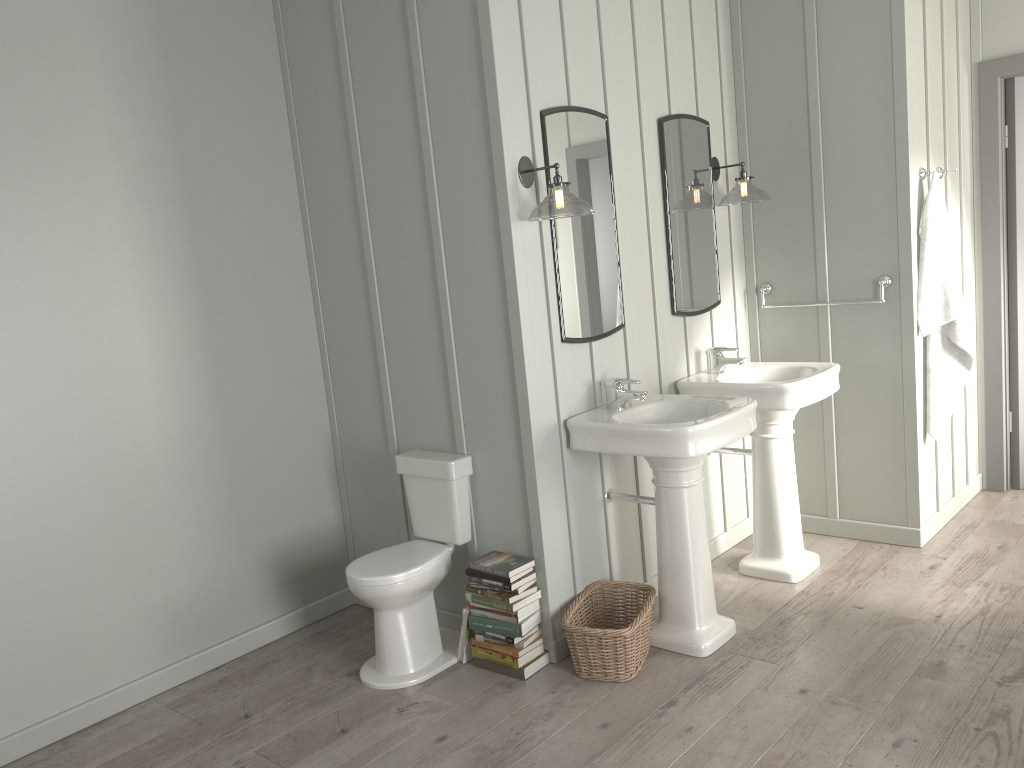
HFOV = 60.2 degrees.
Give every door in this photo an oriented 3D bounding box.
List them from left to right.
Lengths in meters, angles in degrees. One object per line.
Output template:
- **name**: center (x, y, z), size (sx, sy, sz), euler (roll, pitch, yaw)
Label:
- **door**: center (0.574, 0.047, 2.261), size (4.412, 2.199, 7.496), euler (2, 12, 42)

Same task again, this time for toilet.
- **toilet**: center (-0.399, 0.701, 3.415), size (0.343, 0.788, 0.505), euler (2, 12, 42)

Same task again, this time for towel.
- **towel**: center (1.944, -0.338, 3.935), size (0.308, 1.206, 0.167), euler (-14, 12, -41)

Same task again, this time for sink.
- **sink**: center (0.603, 0.479, 3.356), size (0.587, 1.015, 0.549), euler (2, 12, 42)
- **sink**: center (1.122, 0.334, 3.923), size (0.587, 1.015, 0.549), euler (2, 12, 42)

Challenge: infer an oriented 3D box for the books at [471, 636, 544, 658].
- **books**: center (-0.017, 0.965, 3.327), size (0.241, 0.024, 0.143), euler (1, 12, 42)

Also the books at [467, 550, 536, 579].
- **books**: center (-0.040, 0.666, 3.269), size (0.214, 0.024, 0.144), euler (2, 12, 44)

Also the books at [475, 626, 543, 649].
- **books**: center (-0.011, 0.940, 3.327), size (0.214, 0.025, 0.145), euler (-1, 10, 33)

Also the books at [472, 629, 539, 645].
- **books**: center (-0.024, 0.918, 3.318), size (0.214, 0.024, 0.144), euler (1, 12, 42)

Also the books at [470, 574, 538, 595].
- **books**: center (-0.031, 0.736, 3.294), size (0.214, 0.025, 0.145), euler (-1, 10, 32)

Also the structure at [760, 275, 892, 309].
- **structure**: center (1.437, -0.423, 4.107), size (0.623, 0.123, 0.052), euler (1, 12, 42)

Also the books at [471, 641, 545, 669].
- **books**: center (-0.016, 0.998, 3.331), size (0.230, 0.041, 0.156), euler (1, 11, 40)

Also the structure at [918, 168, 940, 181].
- **structure**: center (1.834, -0.926, 3.877), size (0.082, 0.056, 0.054), euler (2, 12, 42)

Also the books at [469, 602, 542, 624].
- **books**: center (-0.026, 0.827, 3.311), size (0.231, 0.052, 0.150), euler (0, 11, 38)

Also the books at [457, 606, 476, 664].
- **books**: center (-0.134, 0.952, 3.432), size (0.095, 0.236, 0.164), euler (2, 12, 42)

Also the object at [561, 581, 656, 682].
- **object**: center (0.373, 0.920, 3.290), size (0.300, 0.221, 0.452), euler (-2, 9, 24)

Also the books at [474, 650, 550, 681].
- **books**: center (-0.001, 1.040, 3.344), size (0.247, 0.049, 0.158), euler (1, 11, 40)

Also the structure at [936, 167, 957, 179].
- **structure**: center (1.996, -0.971, 4.054), size (0.082, 0.056, 0.054), euler (2, 12, 42)

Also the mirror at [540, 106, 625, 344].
- **mirror**: center (0.278, -0.601, 3.364), size (0.015, 0.885, 0.409), euler (2, 12, 42)

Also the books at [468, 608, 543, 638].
- **books**: center (-0.024, 0.880, 3.316), size (0.236, 0.053, 0.153), euler (-1, 10, 33)

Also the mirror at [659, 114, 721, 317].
- **mirror**: center (0.800, -0.747, 3.934), size (0.015, 0.885, 0.409), euler (2, 12, 42)

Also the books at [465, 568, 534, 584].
- **books**: center (-0.046, 0.690, 3.281), size (0.214, 0.024, 0.144), euler (0, 11, 39)

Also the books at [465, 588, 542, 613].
- **books**: center (-0.033, 0.788, 3.298), size (0.243, 0.032, 0.164), euler (1, 12, 42)

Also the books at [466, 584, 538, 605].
- **books**: center (-0.038, 0.761, 3.295), size (0.143, 0.024, 0.240), euler (-14, 11, -41)

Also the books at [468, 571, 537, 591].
- **books**: center (-0.035, 0.714, 3.277), size (0.214, 0.024, 0.144), euler (1, 11, 42)
